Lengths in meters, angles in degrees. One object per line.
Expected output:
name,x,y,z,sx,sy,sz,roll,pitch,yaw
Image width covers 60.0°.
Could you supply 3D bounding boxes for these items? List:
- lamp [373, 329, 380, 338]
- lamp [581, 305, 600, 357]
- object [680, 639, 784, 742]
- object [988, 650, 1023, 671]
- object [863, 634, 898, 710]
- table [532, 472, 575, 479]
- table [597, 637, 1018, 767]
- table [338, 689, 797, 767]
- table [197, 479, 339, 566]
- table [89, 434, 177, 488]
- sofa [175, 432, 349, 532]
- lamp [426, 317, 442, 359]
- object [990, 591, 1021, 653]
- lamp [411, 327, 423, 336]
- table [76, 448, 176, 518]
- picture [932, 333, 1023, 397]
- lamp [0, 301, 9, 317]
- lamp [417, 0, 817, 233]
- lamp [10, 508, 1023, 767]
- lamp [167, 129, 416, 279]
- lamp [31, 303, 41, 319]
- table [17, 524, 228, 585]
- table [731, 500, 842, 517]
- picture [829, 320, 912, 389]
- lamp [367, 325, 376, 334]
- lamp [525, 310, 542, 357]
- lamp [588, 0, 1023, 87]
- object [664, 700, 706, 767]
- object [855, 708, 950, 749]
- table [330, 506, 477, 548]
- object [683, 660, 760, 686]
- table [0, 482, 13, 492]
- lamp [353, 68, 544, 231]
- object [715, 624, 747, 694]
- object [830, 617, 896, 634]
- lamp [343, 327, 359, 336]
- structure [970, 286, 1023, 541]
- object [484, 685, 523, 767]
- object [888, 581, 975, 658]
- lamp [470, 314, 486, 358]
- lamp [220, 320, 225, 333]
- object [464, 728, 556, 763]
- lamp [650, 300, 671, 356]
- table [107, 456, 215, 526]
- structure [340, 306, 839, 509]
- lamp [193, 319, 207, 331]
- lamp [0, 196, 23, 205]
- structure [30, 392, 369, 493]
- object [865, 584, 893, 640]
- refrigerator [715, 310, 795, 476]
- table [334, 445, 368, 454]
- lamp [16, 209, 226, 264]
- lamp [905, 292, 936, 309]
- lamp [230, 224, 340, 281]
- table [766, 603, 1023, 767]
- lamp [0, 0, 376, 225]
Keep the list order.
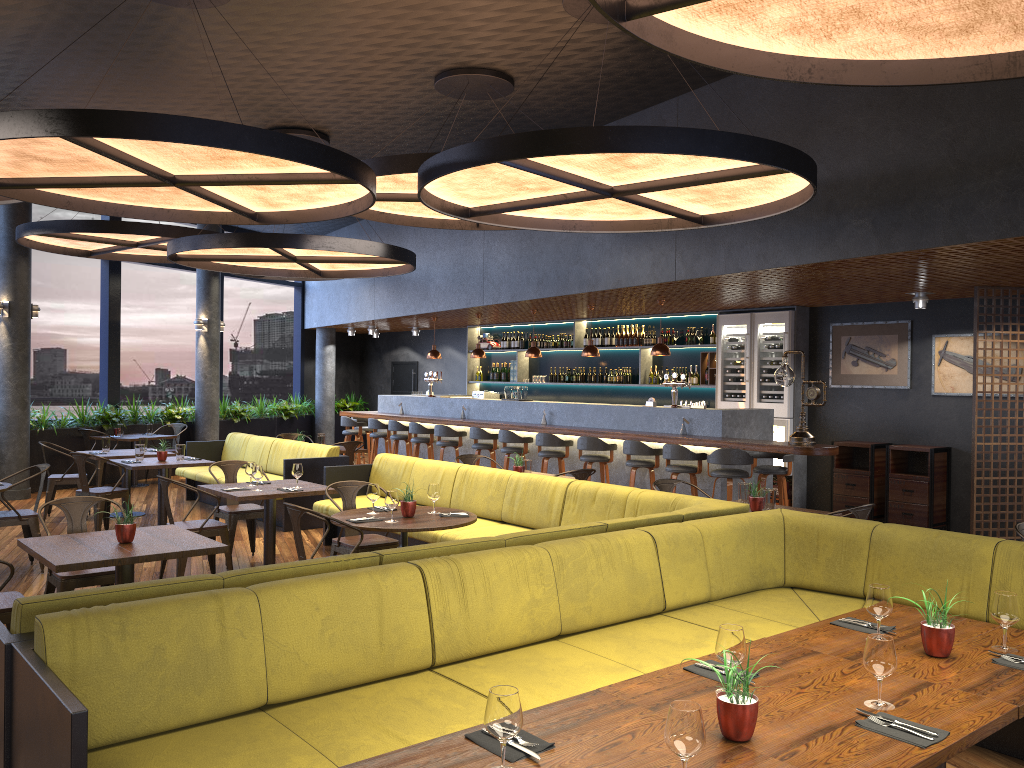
lamp,-2.866,-1.062,18.655,0.228,0.172,0.228,0,1,-40
lamp,1.050,-0.704,11.788,0.250,0.673,0.250,1,0,-7
object,0.615,0.822,2.414,0.238,0.271,0.260,1,0,-18
object,1.772,0.962,3.070,0.157,0.019,0.255,0,1,-39
object,1.104,0.862,2.660,0.097,0.206,0.097,1,0,6
table,0.070,1.290,8.670,0.887,0.763,0.906,0,1,-40
table,0.888,1.341,2.721,0.906,0.763,0.887,0,1,-40
table,0.196,1.336,2.139,0.906,0.763,0.887,0,1,-40
table,-2.102,1.269,7.641,0.906,0.763,0.887,0,1,-40
table,-5.816,1.180,13.611,0.887,0.763,0.906,1,0,24
sofa,-3.238,1.155,11.147,0.966,0.914,3.061,0,1,-40
lamp,-1.279,-0.754,14.591,0.250,0.673,0.250,1,0,38
object,1.803,0.867,3.241,0.097,0.206,0.097,1,0,6
lamp,-1.900,-1.042,17.493,0.228,0.172,0.228,0,1,-40
table,-4.711,1.214,10.803,0.906,0.763,0.887,0,1,-40
picture,5.198,-0.214,9.870,0.028,0.697,1.039,0,1,-40
lamp,-6.861,-1.002,11.807,0.215,0.215,0.189,1,0,18
lamp,0.728,-2.046,6.359,2.778,1.475,2.778,0,0,-36
lamp,2.740,0.376,4.763,9.057,2.714,3.017,0,1,-40
lamp,-2.502,-2.114,10.279,2.778,1.475,2.778,1,0,15
lamp,-6.659,-1.003,12.333,0.215,0.215,0.189,1,0,26
table,-2.234,1.285,5.066,0.887,0.763,0.906,0,1,-40
table,1.795,1.327,6.594,0.887,0.763,0.906,0,1,-40
picture,4.371,-0.355,10.867,0.028,0.809,1.039,0,1,-40
lamp,-2.718,-1.051,17.209,0.228,0.172,0.228,0,1,-40
lamp,0.313,-0.720,12.675,0.250,0.673,0.250,1,0,-7
lamp,1.541,-2.009,2.429,2.778,1.475,2.778,0,1,-40
object,0.405,0.856,2.079,0.097,0.206,0.097,1,0,6
object,1.073,0.956,2.489,0.157,0.019,0.255,0,1,-39
table,-0.751,1.296,6.155,1.007,0.760,1.007,1,0,-2
object,0.706,0.949,2.919,0.157,0.019,0.255,0,1,-39
table,-4.700,1.237,7.312,1.007,0.760,1.007,1,0,38
lamp,-0.359,-2.250,8.314,2.778,1.159,2.778,1,0,10
object,0.678,0.856,2.747,0.097,0.206,0.097,1,0,6
object,1.405,0.954,3.500,0.157,0.019,0.255,0,1,-39
lamp,-3.238,-1.062,17.861,0.228,0.172,0.228,0,1,-40
structure,5.241,0.388,8.930,1.319,2.700,0.050,1,0,-10
object,-0.021,0.850,2.166,0.097,0.206,0.097,1,0,6
object,1.519,0.828,3.165,0.238,0.271,0.260,1,0,-18
lamp,-0.517,-0.737,13.674,0.250,0.673,0.250,1,0,-7
lamp,-5.126,-1.005,15.565,0.215,0.215,0.189,1,0,29
object,0.007,0.943,2.338,0.157,0.019,0.255,0,1,-39
lamp,1.822,-0.688,10.858,0.250,0.673,0.250,1,0,-7
table,-3.882,1.231,9.807,0.887,0.763,0.906,0,1,-40
structure,0.989,0.306,12.851,2.700,2.700,9.298,0,1,-40
lamp,-5.307,-1.004,15.031,0.215,0.215,0.189,1,0,11
lamp,-5.401,-2.309,7.268,2.778,1.159,2.778,1,0,28
structure,-6.683,0.847,13.163,0.808,1.413,17.112,1,0,25
object,1.377,0.861,3.328,0.097,0.206,0.097,1,0,6
refrigerator,3.305,0.110,11.855,0.454,2.109,1.159,0,1,-40
table,-2.538,1.236,11.761,0.906,0.763,0.887,0,1,-40
lamp,-4.893,-2.332,11.596,2.778,1.159,2.778,1,0,-4
lamp,4.436,-0.906,9.631,0.228,0.172,0.228,0,1,-40
lamp,-3.772,-2.400,15.027,1.979,1.093,1.979,1,0,14
table,1.585,1.347,3.300,0.906,0.763,0.887,0,1,-40
lamp,-2.343,-2.085,6.176,2.778,1.475,2.778,1,0,9
